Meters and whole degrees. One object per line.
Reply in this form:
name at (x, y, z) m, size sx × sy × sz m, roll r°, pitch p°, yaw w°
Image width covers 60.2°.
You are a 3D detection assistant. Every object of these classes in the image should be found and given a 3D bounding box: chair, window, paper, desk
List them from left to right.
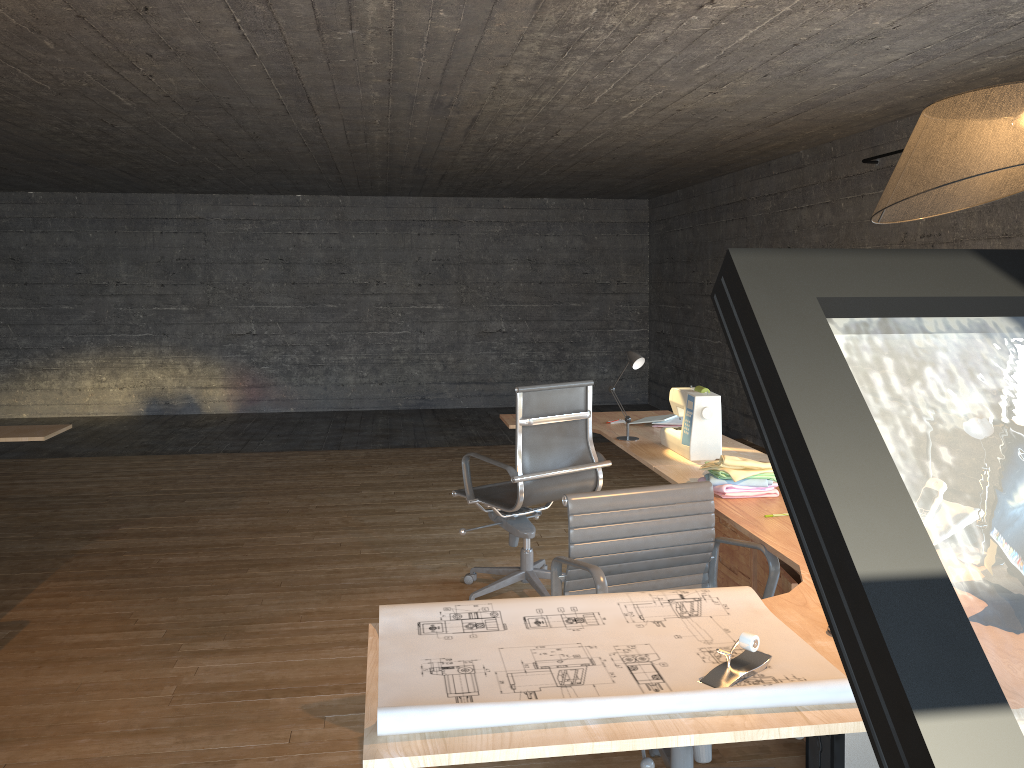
window at (-1.634, 0.332, 0.101) m, size 12.249 × 1.845 × 3.934 m, roll -4°, pitch 7°, yaw -29°
desk at (-2.972, 0.790, 2.697) m, size 3.258 × 0.736 × 3.490 m, roll -1°, pitch 6°, yaw -8°
chair at (0.044, 0.487, 4.084) m, size 0.654 × 1.012 × 0.686 m, roll -2°, pitch 3°, yaw -39°
paper at (0.166, 0.538, 1.739) m, size 0.851 × 0.113 × 0.585 m, roll -1°, pitch 6°, yaw -8°
desk at (0.359, 0.729, 3.175) m, size 1.635 × 0.736 × 3.529 m, roll -1°, pitch 6°, yaw -7°
chair at (0.490, 0.756, 2.401) m, size 0.653 × 0.856 × 0.687 m, roll -1°, pitch 3°, yaw -22°
window at (1.578, 0.210, 1.200) m, size 3.193 × 1.864 × 6.968 m, roll 4°, pitch 8°, yaw 42°

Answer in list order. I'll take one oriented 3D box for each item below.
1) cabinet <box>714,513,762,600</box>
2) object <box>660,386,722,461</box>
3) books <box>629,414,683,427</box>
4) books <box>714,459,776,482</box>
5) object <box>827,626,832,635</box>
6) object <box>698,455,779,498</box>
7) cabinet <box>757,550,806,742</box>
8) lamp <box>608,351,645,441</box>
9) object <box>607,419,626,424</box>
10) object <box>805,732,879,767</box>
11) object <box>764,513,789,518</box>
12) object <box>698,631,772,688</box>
cabinet at (1.027, 0.788, 3.370) m, size 0.426 × 0.570 × 0.427 m, roll -1°, pitch 3°, yaw -11°
object at (0.760, 0.148, 3.772) m, size 0.137 × 0.283 × 0.405 m, roll 0°, pitch 5°, yaw -8°
books at (0.798, 0.181, 4.534) m, size 0.318 × 0.044 × 0.309 m, roll 3°, pitch 7°, yaw 26°
books at (0.895, 0.316, 3.312) m, size 0.291 × 0.054 × 0.261 m, roll 4°, pitch 7°, yaw 32°
object at (0.698, 0.499, 1.805) m, size 0.101 × 0.034 × 0.059 m, roll 3°, pitch 6°, yaw 27°
object at (0.786, 0.306, 3.065) m, size 0.255 × 0.129 × 0.254 m, roll -1°, pitch 5°, yaw -5°
cabinet at (1.080, 0.847, 2.853) m, size 0.472 × 0.570 × 0.427 m, roll 0°, pitch 3°, yaw -1°
lamp at (0.530, 0.050, 4.094) m, size 0.105 × 0.408 × 0.208 m, roll -1°, pitch 2°, yaw -22°
object at (0.547, 0.192, 4.581) m, size 0.142 × 0.013 × 0.128 m, roll -1°, pitch 6°, yaw -5°
object at (1.110, 0.963, 2.521) m, size 0.480 × 0.410 × 0.201 m, roll 0°, pitch 2°, yaw -3°
object at (0.850, 0.405, 2.736) m, size 0.147 × 0.007 × 0.008 m, roll -2°, pitch 4°, yaw -15°
object at (0.414, 0.504, 1.631) m, size 0.159 × 0.064 × 0.054 m, roll -5°, pitch 6°, yaw -41°
